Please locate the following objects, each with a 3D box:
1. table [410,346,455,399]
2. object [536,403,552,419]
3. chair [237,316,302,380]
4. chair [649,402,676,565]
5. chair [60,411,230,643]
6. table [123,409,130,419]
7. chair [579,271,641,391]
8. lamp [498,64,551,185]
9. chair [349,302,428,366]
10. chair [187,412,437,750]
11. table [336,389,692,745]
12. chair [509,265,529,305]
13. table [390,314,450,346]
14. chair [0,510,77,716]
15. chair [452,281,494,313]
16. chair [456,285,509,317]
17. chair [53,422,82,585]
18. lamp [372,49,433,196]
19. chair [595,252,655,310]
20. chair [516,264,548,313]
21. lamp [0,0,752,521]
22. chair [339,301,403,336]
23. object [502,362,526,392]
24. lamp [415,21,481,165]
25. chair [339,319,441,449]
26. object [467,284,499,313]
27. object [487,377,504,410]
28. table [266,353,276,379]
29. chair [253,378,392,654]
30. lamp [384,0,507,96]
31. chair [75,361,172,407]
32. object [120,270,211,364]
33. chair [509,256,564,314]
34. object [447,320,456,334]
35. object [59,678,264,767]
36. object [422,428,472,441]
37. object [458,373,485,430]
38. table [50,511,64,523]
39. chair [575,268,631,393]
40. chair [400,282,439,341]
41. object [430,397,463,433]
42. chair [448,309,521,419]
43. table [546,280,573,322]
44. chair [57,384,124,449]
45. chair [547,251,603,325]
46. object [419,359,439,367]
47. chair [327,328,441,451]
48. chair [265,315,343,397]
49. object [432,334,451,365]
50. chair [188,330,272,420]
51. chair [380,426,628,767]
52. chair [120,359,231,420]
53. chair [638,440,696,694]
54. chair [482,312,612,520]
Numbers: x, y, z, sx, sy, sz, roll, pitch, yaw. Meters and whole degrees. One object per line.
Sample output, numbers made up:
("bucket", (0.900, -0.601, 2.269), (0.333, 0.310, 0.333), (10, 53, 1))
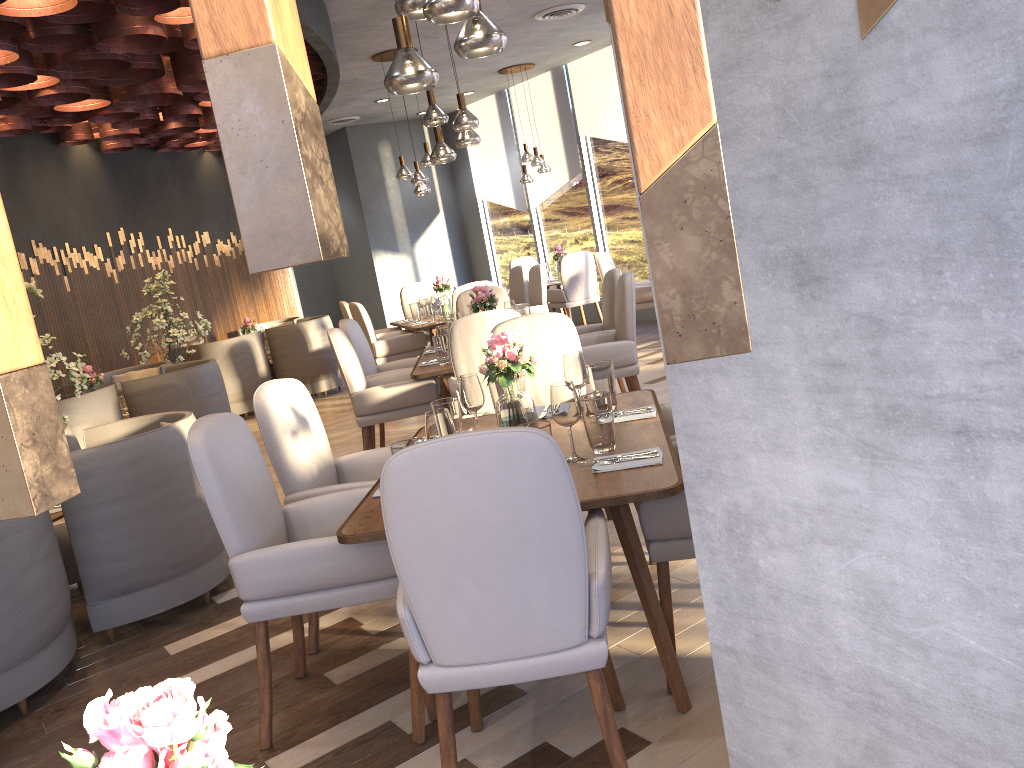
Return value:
("table", (-0.083, 0.080, 5.829), (0.964, 0.663, 1.313), (-11, 10, 0))
("object", (0.146, 0.104, 3.464), (0.157, 0.019, 0.256), (-9, 10, 11))
("chair", (-2.677, -0.322, 10.364), (0.773, 0.834, 0.599), (-9, 9, 11))
("chair", (0.738, 0.217, 3.217), (0.599, 0.996, 0.531), (-10, 9, 4))
("chair", (-1.643, 0.601, 4.049), (0.596, 0.833, 0.776), (-13, 9, -14))
("table", (-3.040, 0.531, 6.733), (0.833, 0.559, 0.838), (-9, 9, 9))
("chair", (0.540, -0.156, 5.535), (0.599, 0.996, 0.531), (-10, 9, 2))
("lamp", (0.174, -3.047, 10.456), (0.441, 1.320, 0.439), (-16, 10, -34))
("chair", (-1.132, -0.335, 8.330), (0.601, 0.996, 0.529), (-14, 9, -22))
("chair", (-0.595, 0.539, 2.820), (0.599, 0.996, 0.531), (-10, 9, 2))
("table", (0.099, 0.541, 3.033), (0.964, 0.663, 1.314), (-10, 10, 7))
("chair", (-0.080, -0.696, 9.249), (0.601, 0.996, 0.529), (-14, 9, -20))
("table", (-0.570, -0.355, 8.805), (0.966, 0.663, 1.310), (-14, 10, -17))
("chair", (-2.065, 0.823, 3.243), (0.776, 0.834, 0.596), (-15, 10, -24))
("chair", (-0.343, -0.425, 7.994), (0.529, 0.996, 0.601), (-14, 9, -20))
("chair", (-0.164, -0.218, 6.636), (0.528, 0.996, 0.602), (-10, 9, 2))
("chair", (-2.531, 0.682, 4.539), (0.776, 0.834, 0.597), (-14, 9, -19))
("lamp", (-0.990, -2.479, 8.485), (0.439, 1.320, 0.441), (-10, 8, 5))
("chair", (1.210, -0.862, 8.810), (0.599, 0.996, 0.531), (-7, 9, 22))
("chair", (0.094, -0.634, 8.712), (0.601, 0.996, 0.530), (-13, 9, -14))
("lamp", (-0.528, -0.844, 0.507), (1.160, 1.923, 0.118), (-9, 8, 11))
("chair", (-1.327, -0.393, 8.864), (0.601, 0.996, 0.530), (-13, 9, -14))
("object", (0.013, 0.036, 3.332), (0.092, 0.243, 0.092), (-16, 10, -31))
("lamp", (-0.462, -2.053, 5.517), (0.441, 1.320, 0.440), (-15, 9, -28))
("chair", (-0.787, -0.005, 6.094), (0.599, 0.996, 0.531), (-10, 9, 2))
("object", (-0.166, -0.442, 5.751), (0.210, 0.414, 0.199), (-9, 9, 14))
("object", (-0.030, 0.060, 3.434), (0.102, 0.177, 0.103), (-4, 11, 37))
("table", (-2.767, -0.054, 9.744), (0.833, 0.559, 0.838), (-10, 9, 5))
("chair", (-0.559, 0.433, 3.381), (0.599, 0.996, 0.531), (-9, 9, 10))
("lamp", (-0.311, -1.583, 2.701), (0.439, 1.320, 0.442), (-3, 11, 41))
("chair", (-3.061, 0.279, 7.378), (0.774, 0.834, 0.598), (-11, 9, 1))
("object", (-3.122, -0.244, 8.137), (0.745, 1.609, 0.793), (-5, 10, 32))
("chair", (0.314, -1.136, 11.313), (0.529, 0.996, 0.601), (-14, 9, -20))
("object", (-0.338, -0.266, 5.411), (0.092, 0.243, 0.093), (-3, 11, 42))
("object", (-0.285, 0.459, 0.786), (0.210, 0.414, 0.199), (-5, 10, 33))
("object", (-0.236, 0.198, 3.338), (0.255, 0.019, 0.158), (-9, 10, 10))
("object", (-0.137, 0.087, 3.208), (0.093, 0.243, 0.092), (-17, 11, -37))
("table", (-2.257, 0.888, 3.880), (0.838, 0.559, 0.833), (-19, 12, -40))
("chair", (0.527, -0.252, 6.095), (0.600, 0.996, 0.530), (-11, 9, -3))
("chair", (-0.892, -0.600, 9.568), (0.529, 0.996, 0.601), (-13, 9, -14))
("object", (-0.225, 0.145, 3.164), (0.102, 0.177, 0.103), (-2, 12, 45))
("chair", (-0.080, 0.059, 4.984), (0.528, 0.996, 0.602), (-11, 9, -3))
("table", (0.574, -0.917, 10.772), (0.837, 0.659, 0.834), (-16, 11, -31))
("chair", (-3.062, 0.512, 6.063), (0.774, 0.834, 0.598), (-11, 9, -4))
("chair", (0.715, -1.019, 10.226), (0.529, 0.996, 0.601), (-14, 9, -20))
("object", (-0.454, -0.147, 5.520), (0.255, 0.019, 0.158), (-11, 10, 0))
("chair", (-0.752, 0.089, 5.531), (0.600, 0.996, 0.530), (-11, 9, -5))
("chair", (-2.168, -0.280, 9.584), (0.594, 0.833, 0.779), (-8, 9, 16))
("object", (-0.416, -0.206, 5.352), (0.102, 0.177, 0.102), (-16, 10, -33))
("chair", (-2.905, -0.051, 9.075), (0.774, 0.834, 0.598), (-10, 9, 6))
("chair", (0.001, 0.535, 2.208), (0.528, 0.996, 0.603), (-10, 9, 4))
("chair", (-2.428, 0.280, 6.695), (0.595, 0.833, 0.778), (-10, 9, 6))
("chair", (0.681, 0.326, 2.662), (0.599, 0.996, 0.531), (-9, 9, 9))
("chair", (0.128, 0.222, 3.838), (0.528, 0.996, 0.603), (-9, 9, 9))
